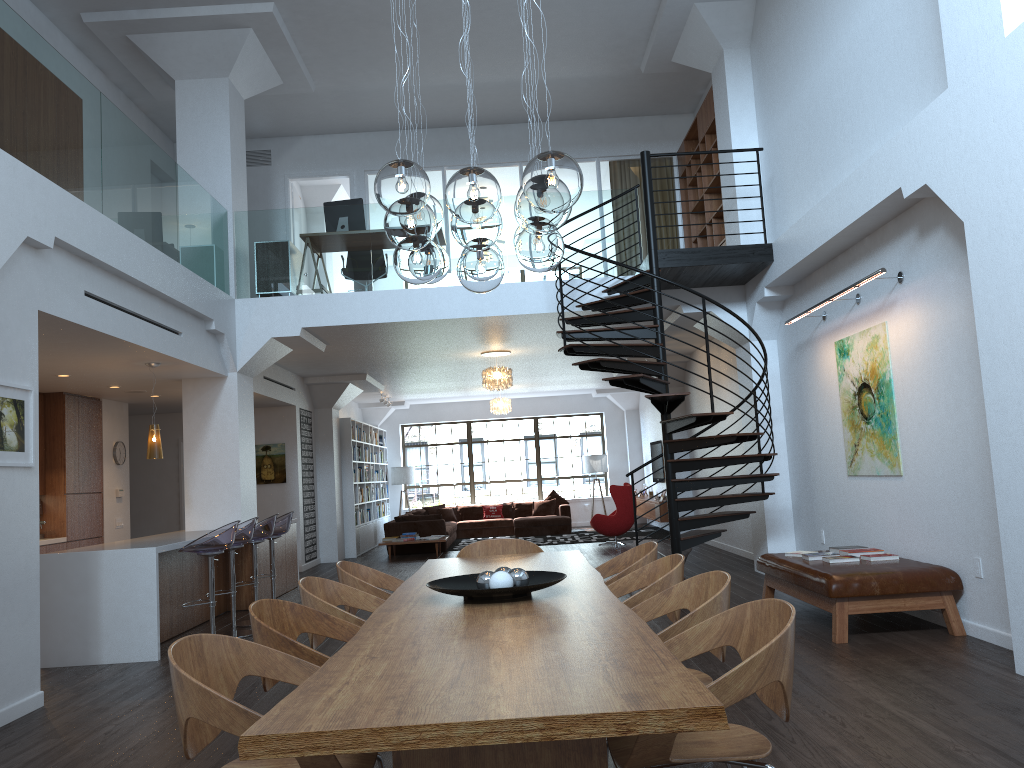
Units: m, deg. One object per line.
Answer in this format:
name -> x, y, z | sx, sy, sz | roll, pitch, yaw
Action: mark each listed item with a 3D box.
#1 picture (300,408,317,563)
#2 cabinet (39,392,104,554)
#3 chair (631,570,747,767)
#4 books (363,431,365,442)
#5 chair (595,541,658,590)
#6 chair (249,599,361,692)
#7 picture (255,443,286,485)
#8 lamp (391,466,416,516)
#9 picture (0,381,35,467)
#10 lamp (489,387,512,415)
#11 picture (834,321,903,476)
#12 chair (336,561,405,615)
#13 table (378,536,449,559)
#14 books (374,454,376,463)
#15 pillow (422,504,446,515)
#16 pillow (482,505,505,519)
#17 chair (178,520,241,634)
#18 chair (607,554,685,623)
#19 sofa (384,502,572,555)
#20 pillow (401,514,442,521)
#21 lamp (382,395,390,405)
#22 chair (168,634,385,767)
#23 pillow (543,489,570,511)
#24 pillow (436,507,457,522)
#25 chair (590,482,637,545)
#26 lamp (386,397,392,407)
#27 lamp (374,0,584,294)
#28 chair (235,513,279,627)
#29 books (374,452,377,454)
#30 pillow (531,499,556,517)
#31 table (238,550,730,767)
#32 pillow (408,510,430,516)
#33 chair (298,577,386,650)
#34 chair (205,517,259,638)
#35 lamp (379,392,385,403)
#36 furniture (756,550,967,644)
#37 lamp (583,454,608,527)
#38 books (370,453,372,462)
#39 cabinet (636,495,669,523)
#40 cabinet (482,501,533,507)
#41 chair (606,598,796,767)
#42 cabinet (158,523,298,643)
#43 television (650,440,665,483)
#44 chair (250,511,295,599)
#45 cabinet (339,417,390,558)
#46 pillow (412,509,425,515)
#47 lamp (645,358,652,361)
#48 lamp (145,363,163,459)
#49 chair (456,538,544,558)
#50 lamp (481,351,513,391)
picture -> -3.219, 1.594, 14.052 | 0.021, 2.380, 0.800 | -3, -6, 0
cabinet -> -5.311, 1.169, 8.248 | 0.598, 2.499, 5.299 | -3, -6, -1
chair -> 0.553, 1.144, 3.325 | 0.618, 0.833, 0.629 | -3, -6, -1
books -> -2.913, 1.023, 17.087 | 0.140, 0.231, 0.042 | -3, -6, -1
chair -> 0.535, 1.300, 4.848 | 0.617, 0.830, 0.629 | -3, -6, -1
chair -> -0.661, 1.217, 3.308 | 0.618, 0.833, 0.629 | -3, -6, -1
picture -> -3.658, 1.210, 13.436 | 0.450, 0.600, 0.030 | -3, -6, -1
lamp -> -2.404, 2.645, 19.851 | 0.545, 1.579, 0.545 | -2, -6, -11
picture -> -3.021, 0.246, 5.347 | 0.018, 0.500, 0.500 | -3, -6, -1
lamp -> -0.229, 0.342, 17.667 | 0.441, 0.539, 0.442 | -9, -8, 42
picture -> 2.952, 0.161, 7.396 | 0.010, 1.200, 1.095 | -3, -6, -1
chair -> -0.648, 1.374, 4.844 | 0.618, 0.833, 0.629 | -3, -6, -2
table -> -1.619, 2.742, 14.845 | 1.100, 0.271, 0.853 | -3, -6, -1
books -> -2.896, 1.551, 18.364 | 0.134, 0.184, 0.030 | -3, -6, -1
pillow -> -1.606, 2.784, 18.960 | 0.580, 0.418, 0.334 | 0, -7, -27
pillow -> -0.405, 2.750, 19.012 | 0.465, 0.308, 0.220 | -3, -6, -4
chair -> -2.435, 1.629, 7.180 | 0.481, 1.014, 0.530 | -4, -6, 2
chair -> 0.531, 1.224, 4.084 | 0.618, 0.833, 0.629 | -4, -6, 1
sofa -> -0.494, 2.737, 17.399 | 3.481, 0.664, 4.197 | -3, -6, -1
pillow -> -1.571, 2.480, 15.661 | 0.750, 0.364, 0.289 | -3, -6, -1
lamp -> -2.530, 0.318, 17.738 | 0.120, 0.211, 0.111 | 2, -8, -41
chair -> -0.658, 1.138, 2.544 | 0.618, 0.833, 0.629 | -3, -6, -1
pillow -> 0.874, 2.561, 19.081 | 0.651, 0.587, 0.335 | -1, -6, -21
pillow -> -1.414, 2.781, 18.864 | 0.489, 0.337, 0.238 | 0, -7, -31
chair -> 1.712, 2.176, 14.919 | 0.801, 1.006, 0.798 | -6, -6, 25
lamp -> -2.531, 0.371, 18.254 | 0.120, 0.211, 0.111 | -1, -7, -26
lamp -> -0.216, -1.539, 4.282 | 0.849, 2.140, 1.787 | -3, -6, -2
chair -> -2.450, 1.759, 8.443 | 0.481, 1.014, 0.530 | -3, -6, -3
books -> -2.897, 1.546, 18.549 | 0.140, 0.231, 0.042 | -3, -6, -1
pillow -> 0.674, 2.638, 18.907 | 0.542, 0.362, 0.248 | -6, -6, 20
table -> -0.037, 1.258, 3.677 | 1.012, 0.750, 3.803 | -3, -6, 0
pillow -> -1.612, 2.467, 15.930 | 0.269, 0.411, 0.559 | 2, -8, -44
chair -> -0.663, 1.295, 4.067 | 0.618, 0.833, 0.629 | -3, -6, -1
chair -> -2.465, 1.695, 7.809 | 0.481, 1.014, 0.530 | -3, -6, -3
lamp -> -2.529, 0.266, 17.235 | 0.111, 0.211, 0.120 | -7, -7, 33
furniture -> 2.582, 1.570, 6.820 | 0.907, 0.453, 1.819 | -3, -6, -1
lamp -> 1.901, 2.375, 19.787 | 0.545, 1.579, 0.545 | -5, -6, 10
books -> -2.887, 1.485, 17.759 | 0.139, 0.191, 0.036 | -3, -6, -1
cabinet -> 2.770, 2.433, 17.547 | 0.459, 0.350, 4.501 | -3, -6, -1
cabinet -> -0.091, 2.988, 19.888 | 1.520, 0.625, 0.350 | -3, -6, -1
chair -> 0.542, 1.065, 2.548 | 0.618, 0.833, 0.629 | -3, -6, -1
cabinet -> -3.186, 1.975, 9.099 | 0.898, 0.796, 4.493 | -3, -6, -1
television -> 2.875, 1.544, 17.574 | 0.013, 0.816, 1.324 | -3, -6, -1
chair -> -2.452, 1.824, 9.070 | 0.481, 1.014, 0.530 | -4, -6, 2
cabinet -> -2.976, 2.026, 17.571 | 0.461, 2.414, 4.500 | -3, -6, -1
pillow -> -1.722, 2.642, 17.347 | 0.325, 0.391, 0.625 | -5, -6, 16
lamp -> 2.018, -0.433, 13.127 | 0.111, 0.211, 0.120 | -7, -7, 33
lamp -> -2.547, -0.141, 9.432 | 0.149, 1.807, 2.842 | -8, -7, 39
chair -> -0.047, 1.414, 5.596 | 0.629, 0.833, 0.618 | -3, -6, -6
lamp -> -0.214, -0.175, 12.632 | 0.441, 0.539, 0.442 | -9, -8, 42
